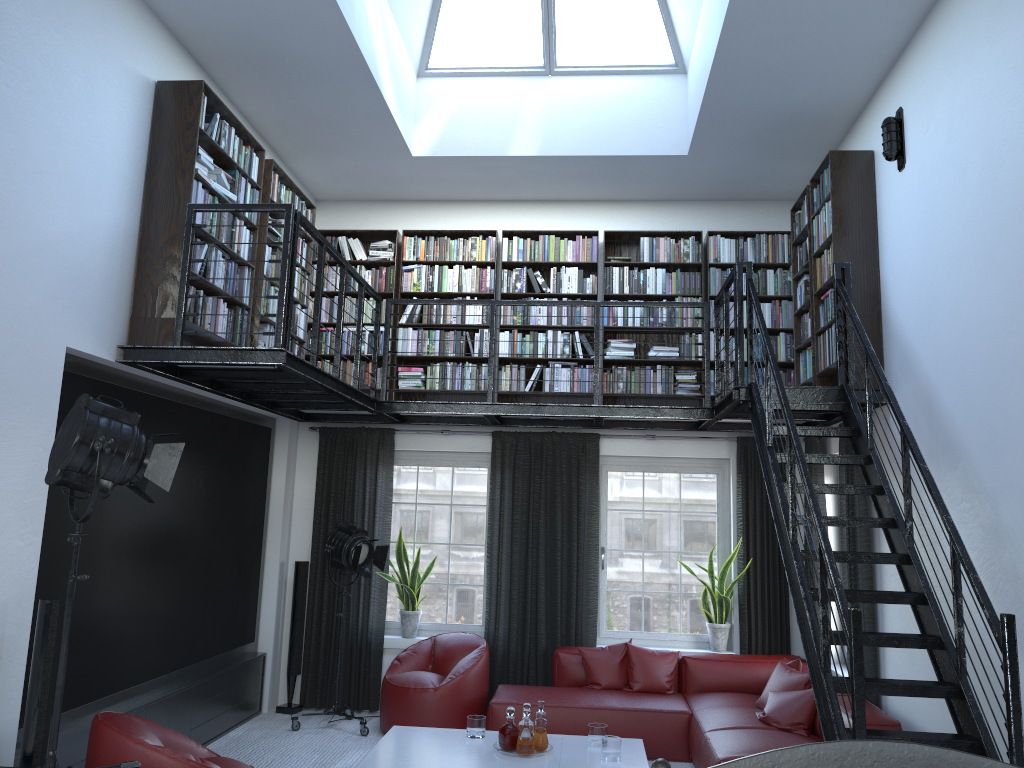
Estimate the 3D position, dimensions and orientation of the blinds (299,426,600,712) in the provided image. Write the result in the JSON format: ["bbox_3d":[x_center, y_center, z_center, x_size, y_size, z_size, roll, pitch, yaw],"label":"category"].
[{"bbox_3d":[-0.520,1.570,7.556,2.508,2.402,0.124,1,-11,5],"label":"blinds"}]

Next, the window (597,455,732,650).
[{"bbox_3d":[1.293,1.435,7.640,1.167,1.616,0.132,1,-11,5],"label":"window"}]

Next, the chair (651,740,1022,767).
[{"bbox_3d":[0.298,0.765,0.477,0.496,0.971,0.500,0,-10,13],"label":"chair"}]

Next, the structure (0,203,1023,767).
[{"bbox_3d":[0.093,0.791,5.400,4.489,3.376,4.585,1,-9,5],"label":"structure"}]

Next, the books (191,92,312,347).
[{"bbox_3d":[-1.897,-0.926,6.231,0.315,1.432,2.192,1,-9,5],"label":"books"}]

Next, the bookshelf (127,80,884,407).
[{"bbox_3d":[0.216,-0.744,6.452,4.476,1.627,3.068,1,-9,5],"label":"bookshelf"}]

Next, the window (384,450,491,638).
[{"bbox_3d":[-0.704,1.397,7.820,1.167,1.616,0.132,1,-11,5],"label":"window"}]

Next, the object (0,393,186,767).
[{"bbox_3d":[-1.669,0.834,3.541,0.542,1.589,0.609,11,-13,-40],"label":"object"}]

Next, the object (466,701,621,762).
[{"bbox_3d":[0.179,2.126,5.538,1.009,0.296,0.509,1,-9,8],"label":"object"}]

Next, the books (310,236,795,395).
[{"bbox_3d":[0.327,-0.605,7.800,4.442,1.406,0.240,1,-10,5],"label":"books"}]

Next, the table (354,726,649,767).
[{"bbox_3d":[-0.024,2.357,5.318,1.665,0.245,1.158,1,-8,5],"label":"table"}]

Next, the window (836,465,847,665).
[{"bbox_3d":[2.563,1.306,6.489,0.133,1.616,1.159,1,-10,5],"label":"window"}]

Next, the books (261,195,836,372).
[{"bbox_3d":[0.252,-0.793,6.591,4.384,1.414,1.162,1,-10,5],"label":"books"}]

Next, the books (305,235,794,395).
[{"bbox_3d":[0.329,-0.616,7.806,4.436,1.421,0.225,1,-11,5],"label":"books"}]

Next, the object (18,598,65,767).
[{"bbox_3d":[-2.138,1.592,3.953,0.157,1.229,0.156,4,-11,-14],"label":"object"}]

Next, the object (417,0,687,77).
[{"bbox_3d":[0.276,-2.931,6.798,2.221,0.638,1.177,1,-9,5],"label":"object"}]

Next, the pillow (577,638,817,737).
[{"bbox_3d":[1.520,2.157,6.564,0.979,0.404,1.951,10,-12,-42],"label":"pillow"}]

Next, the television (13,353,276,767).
[{"bbox_3d":[-2.217,1.256,5.859,0.116,2.443,3.330,1,-9,5],"label":"television"}]

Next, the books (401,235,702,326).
[{"bbox_3d":[0.335,-0.897,7.867,2.637,0.833,0.212,1,-10,5],"label":"books"}]

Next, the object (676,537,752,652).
[{"bbox_3d":[1.657,1.725,7.271,0.553,0.946,0.522,3,-10,-6],"label":"object"}]

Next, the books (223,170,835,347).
[{"bbox_3d":[0.201,-0.697,6.338,4.336,1.147,1.588,1,-9,4],"label":"books"}]

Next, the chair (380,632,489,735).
[{"bbox_3d":[-0.598,2.342,6.925,0.828,0.716,0.827,8,-11,-33],"label":"chair"}]

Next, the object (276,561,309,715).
[{"bbox_3d":[-1.830,2.119,7.466,0.157,1.229,0.156,-2,-11,20],"label":"object"}]

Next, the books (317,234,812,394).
[{"bbox_3d":[0.271,-0.692,7.332,4.436,1.439,1.277,1,-10,7],"label":"books"}]

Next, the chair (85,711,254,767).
[{"bbox_3d":[-1.570,1.906,4.176,0.829,0.716,0.826,4,-10,-15],"label":"chair"}]

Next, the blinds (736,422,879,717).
[{"bbox_3d":[2.319,1.519,6.610,0.527,2.396,1.739,4,-10,-13],"label":"blinds"}]

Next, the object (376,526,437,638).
[{"bbox_3d":[-0.996,1.678,7.534,0.553,0.946,0.522,-1,-10,16],"label":"object"}]

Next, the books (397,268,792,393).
[{"bbox_3d":[0.697,-0.458,7.757,3.392,1.130,0.239,1,-10,5],"label":"books"}]

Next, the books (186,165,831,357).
[{"bbox_3d":[0.189,-0.872,6.065,4.377,1.418,2.191,1,-9,4],"label":"books"}]

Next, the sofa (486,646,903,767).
[{"bbox_3d":[1.014,2.246,5.653,2.542,0.660,3.258,1,-8,5],"label":"sofa"}]

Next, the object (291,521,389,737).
[{"bbox_3d":[-0.251,1.951,7.213,2.904,1.589,0.748,4,-10,-11],"label":"object"}]
